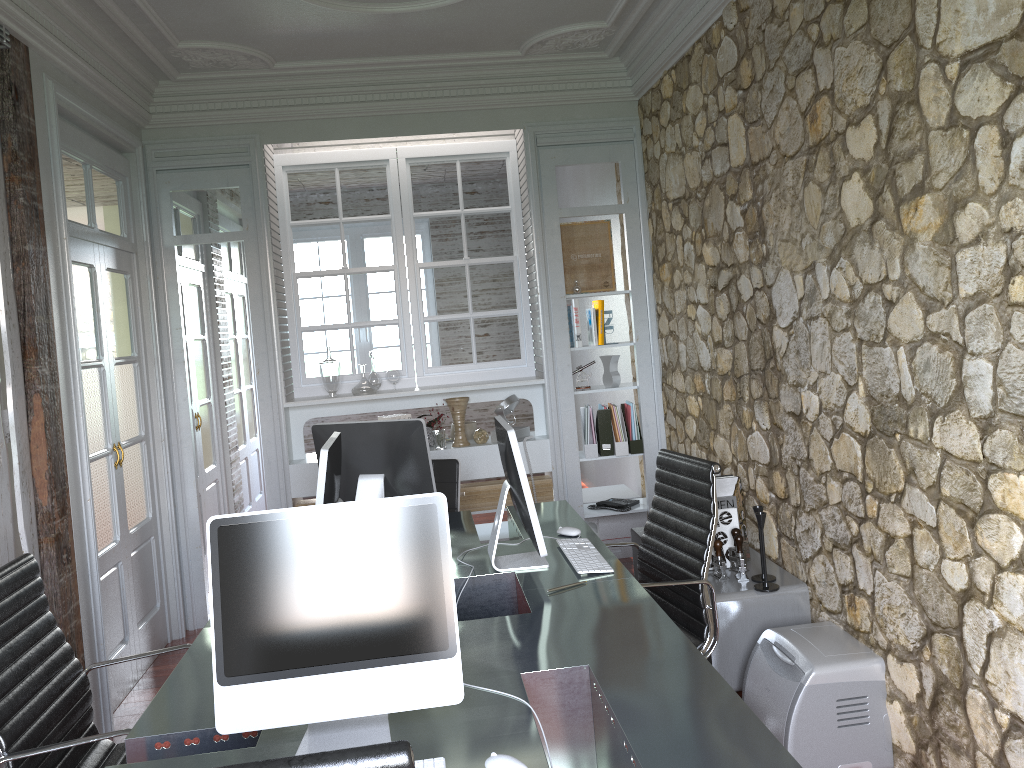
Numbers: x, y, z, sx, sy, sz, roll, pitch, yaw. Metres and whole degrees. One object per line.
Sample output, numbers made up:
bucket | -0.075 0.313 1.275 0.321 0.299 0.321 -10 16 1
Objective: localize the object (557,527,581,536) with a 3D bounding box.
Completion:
object | 0.213 0.555 3.346 0.106 0.028 0.059 -1 5 45

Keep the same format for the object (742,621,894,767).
object | 1.019 1.066 3.034 0.363 0.387 0.401 -5 3 -6

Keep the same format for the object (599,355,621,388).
object | 0.593 -0.076 5.306 0.063 0.188 0.126 -6 2 -34

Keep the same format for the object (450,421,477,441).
object | -0.297 0.267 5.430 0.160 0.153 0.216 -6 3 -21

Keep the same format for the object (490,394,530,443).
object | -0.019 0.200 5.215 0.166 0.272 0.188 -4 2 29

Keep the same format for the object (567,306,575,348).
object | 0.318 -0.343 5.328 0.078 0.249 0.115 -5 1 -6

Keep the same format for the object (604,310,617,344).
object | 0.583 -0.367 5.358 0.078 0.249 0.115 -5 1 -6

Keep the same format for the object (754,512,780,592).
object | 0.959 0.636 3.375 0.095 0.288 0.095 -5 1 -11

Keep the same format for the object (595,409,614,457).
object | 0.549 0.279 5.332 0.078 0.277 0.246 -5 2 -1

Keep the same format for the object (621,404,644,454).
object | 0.722 0.265 5.329 0.078 0.277 0.239 -5 2 -2

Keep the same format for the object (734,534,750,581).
object | 0.909 0.686 3.525 0.048 0.175 0.088 -5 1 5

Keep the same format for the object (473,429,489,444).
object | -0.183 0.306 5.197 0.093 0.087 0.092 -3 3 30

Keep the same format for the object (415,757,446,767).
object | -0.337 0.733 1.587 0.439 0.017 0.119 -5 4 -6

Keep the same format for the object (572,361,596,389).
object | 0.408 -0.054 5.259 0.177 0.161 0.093 -4 2 22

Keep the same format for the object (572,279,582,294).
object | 0.382 -0.571 5.203 0.056 0.090 0.056 -5 2 -3

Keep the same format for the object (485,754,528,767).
object | -0.012 0.697 1.616 0.059 0.028 0.106 -7 5 -37

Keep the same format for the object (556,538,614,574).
object | 0.243 0.582 3.020 0.118 0.017 0.439 -5 4 -6

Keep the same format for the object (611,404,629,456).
object | 0.635 0.274 5.305 0.078 0.277 0.239 -5 2 0

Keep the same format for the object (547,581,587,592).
object | 0.169 0.615 2.695 0.149 0.011 0.011 -7 3 -30

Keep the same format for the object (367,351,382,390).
object | -0.818 -0.061 5.239 0.088 0.271 0.088 -5 1 -11

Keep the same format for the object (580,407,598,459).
object | 0.461 0.288 5.310 0.078 0.277 0.239 -5 2 2

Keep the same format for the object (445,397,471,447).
object | -0.309 0.222 5.178 0.143 0.278 0.144 -5 2 8

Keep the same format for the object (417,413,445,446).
object | -0.510 0.282 5.277 0.158 0.179 0.384 -4 4 20

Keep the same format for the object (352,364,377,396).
object | -0.856 -0.014 5.115 0.148 0.200 0.148 -6 2 -24

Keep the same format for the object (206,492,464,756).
object | -0.355 0.485 1.808 0.484 0.485 0.190 -5 1 -6

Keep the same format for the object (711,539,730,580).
object | 0.833 0.701 3.563 0.048 0.153 0.088 -5 2 -11

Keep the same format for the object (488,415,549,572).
object | 0.000 0.369 3.018 0.190 0.484 0.484 -5 2 -6

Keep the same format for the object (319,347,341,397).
object | -1.058 -0.060 5.173 0.129 0.315 0.129 -4 1 19

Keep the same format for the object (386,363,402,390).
object | -0.706 -0.033 5.296 0.094 0.188 0.094 -6 2 -31

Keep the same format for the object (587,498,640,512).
object | 0.629 0.724 5.376 0.293 0.040 0.238 -2 5 40

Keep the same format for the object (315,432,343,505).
object | -0.585 0.424 2.928 0.190 0.484 0.484 -5 2 -6

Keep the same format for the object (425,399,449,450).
object | -0.415 0.231 5.117 0.128 0.287 0.128 -6 2 -39

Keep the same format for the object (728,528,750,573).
object | 0.923 0.678 3.629 0.048 0.175 0.087 -5 2 -32

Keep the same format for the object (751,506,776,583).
object | 0.979 0.626 3.483 0.095 0.288 0.095 -4 2 43
